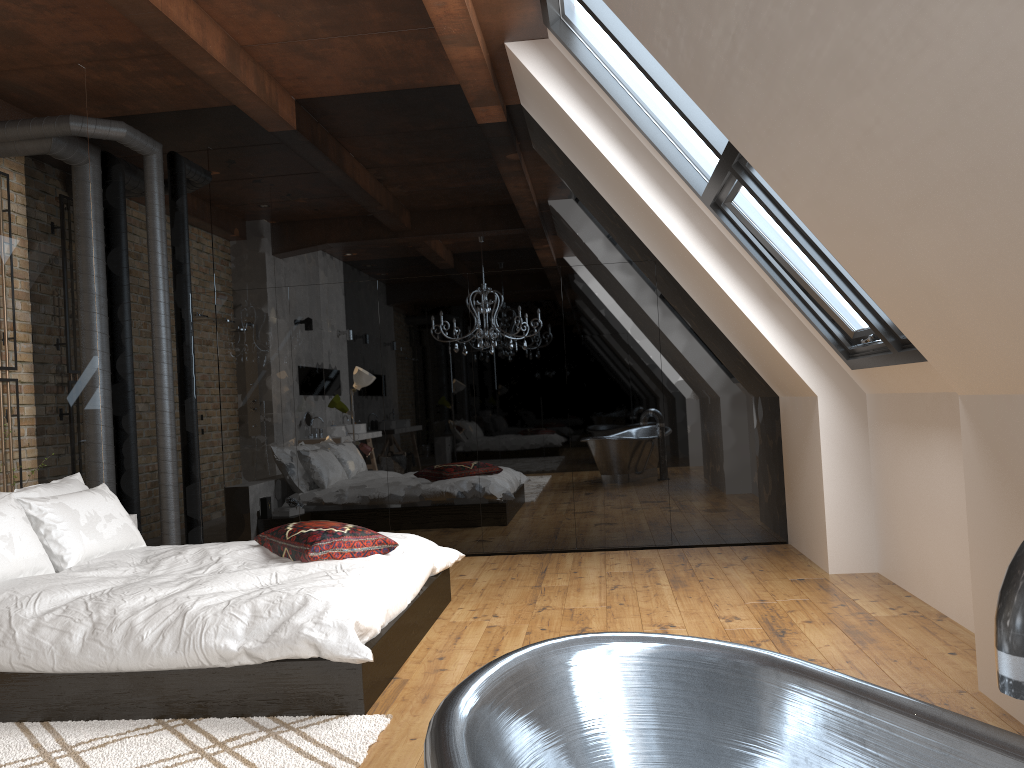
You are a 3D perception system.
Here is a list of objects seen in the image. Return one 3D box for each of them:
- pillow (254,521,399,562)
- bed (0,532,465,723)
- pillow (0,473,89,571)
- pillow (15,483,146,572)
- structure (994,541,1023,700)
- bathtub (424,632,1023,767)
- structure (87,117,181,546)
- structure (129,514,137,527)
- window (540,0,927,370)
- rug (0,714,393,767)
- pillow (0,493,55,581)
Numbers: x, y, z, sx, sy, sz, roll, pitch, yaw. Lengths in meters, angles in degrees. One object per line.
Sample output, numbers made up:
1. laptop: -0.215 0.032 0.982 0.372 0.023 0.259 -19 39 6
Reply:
1. pillow: -0.911 0.755 4.304 0.453 0.157 0.748 -2 -2 -34
2. bed: -1.410 1.010 4.218 2.169 0.442 2.300 -3 -1 6
3. pillow: -2.391 0.715 4.166 0.358 0.517 1.746 -3 -1 5
4. pillow: -2.187 0.728 4.534 0.291 0.385 0.748 -3 -1 6
5. structure: 0.765 0.590 1.120 0.370 0.897 0.169 -3 -1 -16
6. bathtub: 0.431 0.727 0.889 0.872 0.652 1.811 -3 -1 -22
7. structure: -3.057 -0.202 6.122 1.189 3.140 0.829 -3 -1 6
8. structure: -2.605 1.051 4.211 0.206 0.494 2.820 -3 -1 6
9. window: 0.990 -1.127 4.032 1.702 2.162 1.713 -3 -1 6
10. rug: -1.432 1.165 1.588 1.726 0.019 3.139 -3 -1 6
11. pillow: -2.267 0.692 3.745 0.276 0.397 0.744 -3 -1 6
